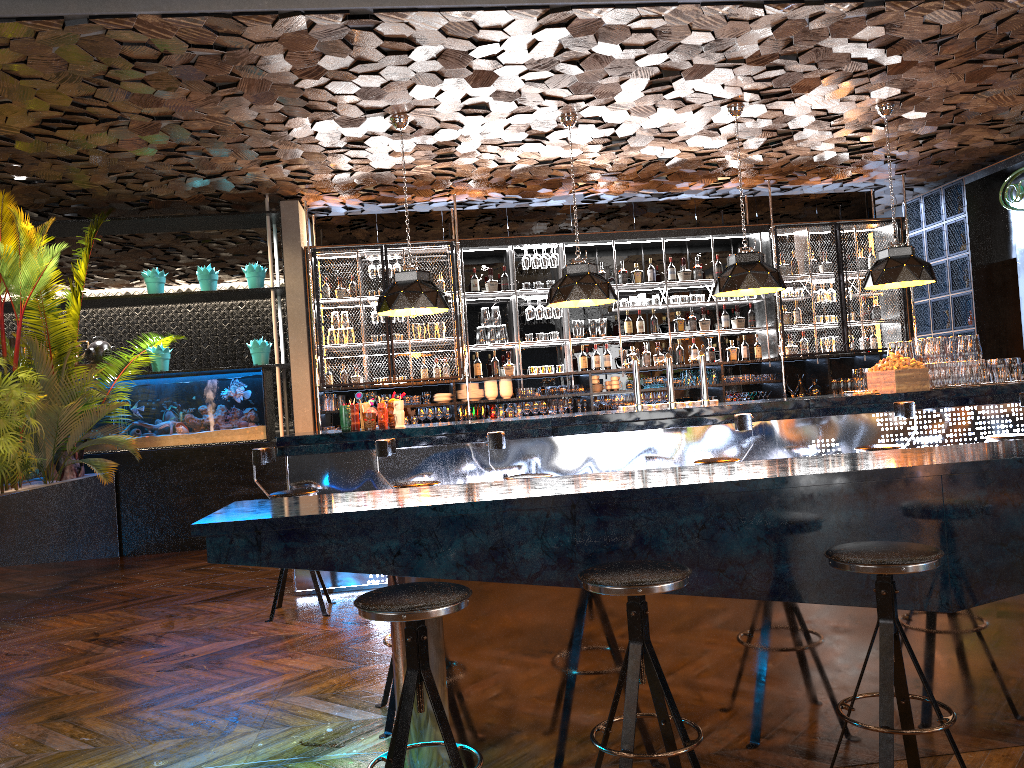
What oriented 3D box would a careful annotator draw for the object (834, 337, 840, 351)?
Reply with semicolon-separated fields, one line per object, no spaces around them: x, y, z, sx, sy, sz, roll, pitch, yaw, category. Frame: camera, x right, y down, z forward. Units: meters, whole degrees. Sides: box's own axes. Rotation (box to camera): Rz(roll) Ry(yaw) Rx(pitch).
3.750;-0.439;10.213;0.105;0.209;0.105;-4;-1;-21;object

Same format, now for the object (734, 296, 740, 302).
2.579;-0.992;10.219;0.089;0.092;0.089;-4;-1;-20;object

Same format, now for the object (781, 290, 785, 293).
3.069;-1.076;10.108;0.089;0.092;0.089;-4;-1;20;object

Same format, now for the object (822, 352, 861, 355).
3.755;-0.345;10.184;0.437;0.019;0.273;-4;-1;-6;object

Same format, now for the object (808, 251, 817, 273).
3.466;-1.394;10.235;0.083;0.282;0.083;-4;-1;-6;object

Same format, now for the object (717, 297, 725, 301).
2.369;-0.981;10.047;0.089;0.092;0.089;-4;-1;-20;object

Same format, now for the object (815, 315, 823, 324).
3.510;-0.732;10.138;0.089;0.092;0.089;-4;-1;-22;object

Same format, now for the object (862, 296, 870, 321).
4.094;-0.872;10.291;0.086;0.299;0.086;-5;-1;43;object

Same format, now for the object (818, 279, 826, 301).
3.541;-1.071;10.143;0.092;0.244;0.092;-4;-1;-12;object

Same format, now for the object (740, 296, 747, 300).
2.628;-0.999;10.066;0.089;0.092;0.089;-5;-1;33;object

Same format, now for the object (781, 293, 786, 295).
3.071;-1.050;10.107;0.089;0.092;0.089;-4;-1;20;object

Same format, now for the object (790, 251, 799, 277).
3.254;-1.387;10.215;0.086;0.297;0.086;-5;-1;43;object

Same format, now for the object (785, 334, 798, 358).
3.194;-0.437;10.168;0.123;0.279;0.123;-4;-1;-17;object

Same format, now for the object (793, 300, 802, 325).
3.285;-0.816;10.215;0.086;0.298;0.086;-5;-1;43;object

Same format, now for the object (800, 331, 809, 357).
3.360;-0.459;10.203;0.086;0.299;0.086;-5;-1;43;object

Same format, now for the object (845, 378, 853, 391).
3.813;0.051;10.026;0.079;0.231;0.079;-3;-1;-30;object

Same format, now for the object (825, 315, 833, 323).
3.656;-0.741;10.211;0.089;0.092;0.089;-4;-1;-5;object

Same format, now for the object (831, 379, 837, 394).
3.629;0.063;10.002;0.079;0.231;0.079;-5;-1;30;object

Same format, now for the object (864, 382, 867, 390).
4.002;0.038;10.042;0.079;0.231;0.079;-5;-1;30;object

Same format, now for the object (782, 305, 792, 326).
3.135;-0.781;10.183;0.151;0.248;0.094;-4;-1;3;object

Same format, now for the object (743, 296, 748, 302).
2.687;-0.999;10.243;0.089;0.092;0.089;-5;-1;33;object

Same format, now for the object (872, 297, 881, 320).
4.230;-0.873;10.302;0.083;0.282;0.083;-4;-1;4;object

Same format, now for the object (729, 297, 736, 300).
2.509;-0.990;10.091;0.089;0.092;0.089;-4;-1;-7;object

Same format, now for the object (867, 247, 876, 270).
4.192;-1.450;10.340;0.086;0.298;0.086;-3;-1;-42;object

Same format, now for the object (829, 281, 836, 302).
3.731;-1.081;10.329;0.092;0.244;0.092;-4;-1;-12;object

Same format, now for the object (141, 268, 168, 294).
-3.784;-1.077;9.377;0.265;0.325;0.245;-3;-1;-42;object

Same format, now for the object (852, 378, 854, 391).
3.856;0.050;10.113;0.079;0.231;0.079;-4;-1;4;object

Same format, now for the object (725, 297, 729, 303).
2.473;-0.985;10.232;0.089;0.092;0.089;-4;-1;-20;object

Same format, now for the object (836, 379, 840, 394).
3.691;0.061;10.100;0.079;0.231;0.079;-3;-1;-26;object

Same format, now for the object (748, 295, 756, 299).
2.727;-1.005;10.083;0.089;0.092;0.089;-4;-1;-20;object

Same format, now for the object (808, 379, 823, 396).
3.435;0.069;10.051;0.158;0.248;0.158;-4;-1;-12;object

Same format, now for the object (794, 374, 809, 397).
3.287;0.047;10.093;0.170;0.313;0.170;-4;-1;-12;object

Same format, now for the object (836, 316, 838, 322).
3.831;-0.751;10.350;0.089;0.092;0.089;-4;-1;-22;object

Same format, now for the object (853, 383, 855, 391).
3.911;0.044;10.035;0.079;0.231;0.079;-4;-1;21;object

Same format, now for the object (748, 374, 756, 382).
2.678;-0.068;9.919;0.084;0.082;0.084;-4;-1;-24;object

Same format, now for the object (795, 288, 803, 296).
3.284;-1.042;10.142;0.089;0.092;0.089;-5;-1;45;object

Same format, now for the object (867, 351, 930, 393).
3.157;-0.102;7.236;0.340;0.332;0.464;-4;-1;-3;object

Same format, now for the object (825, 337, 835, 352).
3.637;-0.433;10.138;0.105;0.209;0.105;-4;-1;-21;object

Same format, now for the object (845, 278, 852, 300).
3.851;-1.092;10.176;0.092;0.244;0.092;-4;-1;-12;object

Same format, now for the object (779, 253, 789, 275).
3.107;-1.367;10.182;0.123;0.279;0.123;-4;-1;3;object

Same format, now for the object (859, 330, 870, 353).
4.080;-0.498;10.277;0.083;0.282;0.083;-4;-1;-21;object

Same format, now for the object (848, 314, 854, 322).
3.898;-0.758;10.221;0.089;0.092;0.089;-4;-1;-22;object

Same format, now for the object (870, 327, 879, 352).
4.202;-0.513;10.304;0.086;0.298;0.086;-5;-1;43;object

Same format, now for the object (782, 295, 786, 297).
3.072;-1.028;10.107;0.089;0.092;0.089;-4;-1;20;object

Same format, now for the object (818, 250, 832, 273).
3.620;-1.402;10.253;0.123;0.279;0.123;-4;-1;-2;object

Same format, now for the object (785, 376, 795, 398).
3.110;0.062;10.074;0.186;0.307;0.186;-4;-1;0;object

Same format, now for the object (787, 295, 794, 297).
3.174;-1.035;10.143;0.089;0.092;0.089;-4;-1;20;object

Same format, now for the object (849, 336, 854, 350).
3.864;-0.448;10.165;0.105;0.209;0.105;-4;-1;-21;object

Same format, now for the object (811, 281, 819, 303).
3.524;-1.067;10.307;0.092;0.244;0.092;-4;-1;-12;object

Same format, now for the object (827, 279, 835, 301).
3.650;-1.078;10.154;0.092;0.244;0.092;-4;-1;-12;object

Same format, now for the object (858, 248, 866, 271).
4.057;-1.433;10.298;0.083;0.282;0.083;-4;-1;9;object

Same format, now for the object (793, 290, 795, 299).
3.289;-1.040;10.307;0.089;0.092;0.089;-4;-1;20;object

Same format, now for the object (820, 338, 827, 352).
3.618;-0.430;10.251;0.105;0.209;0.105;-4;-1;-21;object

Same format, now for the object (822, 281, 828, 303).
3.633;-1.074;10.318;0.092;0.244;0.092;-4;-1;-12;object

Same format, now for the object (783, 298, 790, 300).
3.189;-1.033;10.303;0.089;0.092;0.089;-5;-1;45;object

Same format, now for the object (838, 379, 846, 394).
3.731;0.056;10.015;0.079;0.231;0.079;-4;-1;-10;object

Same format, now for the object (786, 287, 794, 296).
3.172;-1.055;10.143;0.089;0.092;0.089;-4;-1;20;object

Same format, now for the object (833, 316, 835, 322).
3.713;-0.743;10.330;0.089;0.092;0.089;-3;-1;-30;object
